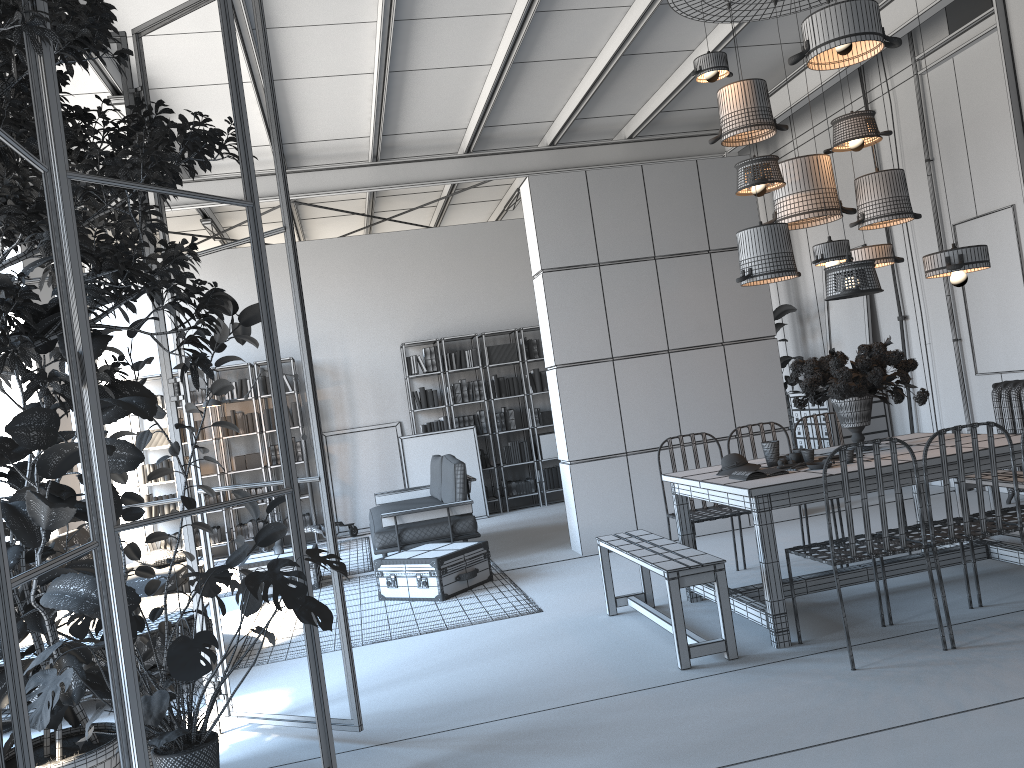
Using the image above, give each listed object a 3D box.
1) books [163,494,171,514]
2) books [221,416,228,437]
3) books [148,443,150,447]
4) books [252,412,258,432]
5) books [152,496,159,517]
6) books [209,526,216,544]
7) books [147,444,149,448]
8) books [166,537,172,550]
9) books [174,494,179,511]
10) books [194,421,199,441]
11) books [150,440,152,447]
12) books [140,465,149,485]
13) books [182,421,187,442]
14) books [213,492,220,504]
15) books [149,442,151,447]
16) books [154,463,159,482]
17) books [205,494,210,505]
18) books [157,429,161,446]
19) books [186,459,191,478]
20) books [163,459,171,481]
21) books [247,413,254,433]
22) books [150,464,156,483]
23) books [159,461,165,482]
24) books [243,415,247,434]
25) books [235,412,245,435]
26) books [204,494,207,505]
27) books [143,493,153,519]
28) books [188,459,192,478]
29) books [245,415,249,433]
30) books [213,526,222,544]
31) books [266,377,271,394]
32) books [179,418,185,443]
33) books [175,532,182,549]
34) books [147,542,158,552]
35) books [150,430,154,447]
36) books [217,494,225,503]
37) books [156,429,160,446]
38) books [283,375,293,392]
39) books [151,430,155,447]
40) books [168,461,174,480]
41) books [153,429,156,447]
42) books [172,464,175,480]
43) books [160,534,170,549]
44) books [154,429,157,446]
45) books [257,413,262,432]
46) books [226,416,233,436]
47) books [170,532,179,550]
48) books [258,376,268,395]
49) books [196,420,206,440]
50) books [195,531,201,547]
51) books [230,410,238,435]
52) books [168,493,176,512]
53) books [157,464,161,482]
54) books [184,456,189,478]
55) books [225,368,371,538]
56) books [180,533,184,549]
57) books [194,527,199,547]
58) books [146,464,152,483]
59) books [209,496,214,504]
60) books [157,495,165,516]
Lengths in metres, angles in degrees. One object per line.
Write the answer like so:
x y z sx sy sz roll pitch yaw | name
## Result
-4.103 1.454 10.579 0.062 0.265 0.193 -8 -1 -10 | books
-3.471 0.517 10.737 0.057 0.244 0.178 -8 -1 -10 | books
-4.293 0.651 10.504 0.014 0.207 0.157 -8 -1 -10 | books
-3.118 0.468 10.814 0.057 0.244 0.178 -8 -1 -10 | books
-4.234 1.473 10.545 0.084 0.267 0.193 -8 -1 -11 | books
-3.599 1.824 10.689 0.049 0.195 0.279 -8 -1 -10 | books
-4.306 0.653 10.502 0.014 0.207 0.157 -8 -1 -10 | books
-4.096 1.907 10.630 0.061 0.179 0.247 -8 -1 -11 | books
-3.979 1.437 10.612 0.062 0.265 0.193 -8 -1 -10 | books
-3.773 0.566 10.587 0.057 0.244 0.180 -8 -1 -10 | books
-4.266 0.647 10.509 0.014 0.207 0.157 -8 -1 -10 | books
-4.388 1.086 10.612 0.045 0.241 0.174 -8 -1 2 | books
-3.855 0.566 10.575 0.091 0.266 0.195 -8 -1 -10 | books
-3.566 1.388 10.719 0.036 0.244 0.302 -8 -1 -10 | books
-4.279 0.649 10.507 0.014 0.207 0.157 -8 -1 -10 | books
-4.256 1.067 10.646 0.033 0.240 0.156 -8 -1 -10 | books
-3.647 1.422 10.690 0.037 0.190 0.264 -8 -1 -10 | books
-4.174 0.635 10.526 0.014 0.207 0.157 -8 -1 -10 | books
-3.826 1.004 10.520 0.022 0.227 0.165 -8 -1 -10 | books
-4.133 1.037 10.649 0.056 0.270 0.195 -8 -1 -10 | books
-3.174 0.476 10.793 0.057 0.244 0.178 -8 -1 -10 | books
-4.289 1.072 10.631 0.040 0.240 0.174 -8 -1 -10 | books
-4.185 1.044 10.647 0.047 0.270 0.182 -8 -1 -10 | books
-3.232 0.493 10.760 0.022 0.226 0.163 -8 -1 -10 | books
-3.293 0.481 10.774 0.091 0.265 0.193 -8 -1 -10 | books
-3.694 1.429 10.679 0.056 0.195 0.270 -8 -1 -10 | books
-4.310 1.462 10.533 0.071 0.303 0.222 -8 -1 -10 | books
-3.805 1.001 10.525 0.022 0.227 0.165 -8 -1 -10 | books
-3.210 0.490 10.764 0.022 0.226 0.163 -8 -1 -10 | books
-3.553 1.817 10.698 0.047 0.192 0.279 -8 -1 -10 | books
-2.949 0.027 10.787 0.052 0.223 0.164 -8 -1 -10 | books
-3.947 0.557 10.538 0.071 0.304 0.224 -8 -1 -10 | books
-3.986 1.881 10.662 0.056 0.197 0.271 -8 -1 -10 | books
-4.233 1.916 10.454 0.067 0.174 0.240 -8 -1 -12 | books
-4.253 0.646 10.512 0.014 0.207 0.157 -8 -1 -10 | books
-3.511 1.413 10.723 0.061 0.177 0.246 -8 -1 -11 | books
-4.187 0.636 10.524 0.014 0.207 0.157 -8 -1 -10 | books
-2.736 -0.002 10.827 0.107 0.229 0.184 -8 -1 -10 | books
-4.240 0.644 10.514 0.014 0.207 0.157 -8 -1 -10 | books
-4.084 1.044 10.669 0.040 0.240 0.174 -8 -1 -10 | books
-4.226 0.642 10.517 0.014 0.207 0.157 -8 -1 -10 | books
-4.046 1.039 10.677 0.040 0.240 0.174 -8 -1 -10 | books
-4.158 1.905 10.622 0.089 0.183 0.269 -8 -1 -9 | books
-4.213 0.640 10.519 0.014 0.207 0.157 -8 -1 -10 | books
-3.072 0.470 10.789 0.022 0.226 0.163 -8 -1 -10 | books
-3.416 0.510 10.759 0.057 0.244 0.178 -8 -1 -10 | books
-4.041 1.889 10.652 0.056 0.197 0.271 -8 -1 -10 | books
-3.024 0.027 10.776 0.083 0.242 0.178 -8 -1 -10 | books
-3.717 0.558 10.608 0.057 0.244 0.180 -8 -1 -10 | books
-3.751 1.852 10.651 0.048 0.182 0.258 -8 -1 -10 | books
-3.358 0.469 10.727 0.038 0.303 0.222 -8 -1 -10 | books
-4.041 1.445 10.595 0.062 0.265 0.193 -8 -1 -10 | books
-4.224 1.063 10.652 0.033 0.240 0.156 -8 -1 -10 | books
-3.888 0.993 10.535 0.091 0.266 0.195 -8 -1 -10 | books
-2.078 0.799 10.417 2.306 2.162 0.264 -7 -1 -32 | books
-3.931 1.874 10.672 0.056 0.197 0.271 -8 -1 -10 | books
-3.797 1.826 10.634 0.036 0.247 0.304 -8 -1 -10 | books
-4.328 1.078 10.624 0.040 0.240 0.174 -8 -1 -10 | books
-3.603 1.425 10.701 0.048 0.180 0.257 -8 -1 -10 | books
-4.168 1.463 10.579 0.062 0.265 0.193 -8 -1 -10 | books
